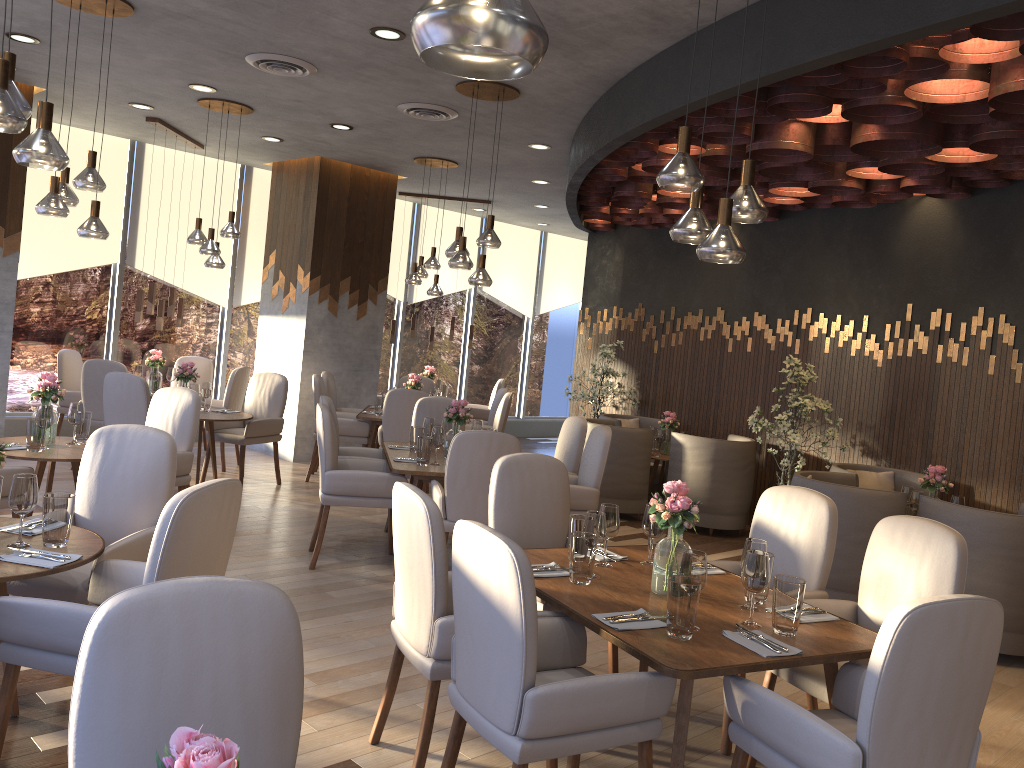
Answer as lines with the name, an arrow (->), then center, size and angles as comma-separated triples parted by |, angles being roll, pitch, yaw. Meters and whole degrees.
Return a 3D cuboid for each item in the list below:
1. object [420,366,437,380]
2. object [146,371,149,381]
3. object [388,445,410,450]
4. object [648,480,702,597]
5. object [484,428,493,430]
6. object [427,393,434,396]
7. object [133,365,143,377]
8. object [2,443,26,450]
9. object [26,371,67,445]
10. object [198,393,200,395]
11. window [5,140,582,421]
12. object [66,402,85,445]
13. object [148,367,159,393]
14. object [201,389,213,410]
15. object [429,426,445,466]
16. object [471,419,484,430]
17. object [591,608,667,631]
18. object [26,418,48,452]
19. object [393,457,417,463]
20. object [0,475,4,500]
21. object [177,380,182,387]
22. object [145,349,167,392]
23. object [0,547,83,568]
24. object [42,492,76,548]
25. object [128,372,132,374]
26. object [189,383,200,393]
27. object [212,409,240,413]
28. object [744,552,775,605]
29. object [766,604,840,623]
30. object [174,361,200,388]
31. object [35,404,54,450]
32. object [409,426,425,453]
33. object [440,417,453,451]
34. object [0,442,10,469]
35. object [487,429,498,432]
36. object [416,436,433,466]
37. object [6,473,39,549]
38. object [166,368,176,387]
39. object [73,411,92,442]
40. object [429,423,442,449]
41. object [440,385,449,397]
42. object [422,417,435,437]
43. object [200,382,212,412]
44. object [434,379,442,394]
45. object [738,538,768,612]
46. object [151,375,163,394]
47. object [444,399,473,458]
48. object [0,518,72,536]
object -> -1.041, -0.021, 11.068 | 0.210, 0.415, 0.198 | 6, 2, 23
object -> -3.625, -0.039, 8.907 | 0.102, 0.178, 0.102 | 4, 2, -38
object -> -0.759, 0.453, 6.356 | 0.255, 0.019, 0.158 | 5, 3, -12
object -> 0.584, 0.556, 3.231 | 0.210, 0.415, 0.198 | 5, 2, -32
object -> -0.187, 0.418, 6.560 | 0.102, 0.178, 0.102 | 4, 2, -44
object -> -0.804, 0.214, 8.640 | 0.092, 0.244, 0.092 | 7, 2, 41
object -> -3.635, -0.057, 8.605 | 0.092, 0.244, 0.092 | 6, 2, 23
object -> -2.766, 0.341, 4.865 | 0.158, 0.019, 0.255 | 7, 3, 29
object -> -2.689, 0.136, 5.118 | 0.210, 0.415, 0.198 | 6, 2, 18
object -> -2.557, 0.162, 7.094 | 0.102, 0.178, 0.102 | 6, 2, 26
window -> -2.878, -0.948, 6.686 | 8.060, 3.196, 16.138 | 6, 3, 0
object -> -2.557, 0.231, 5.192 | 0.092, 0.244, 0.092 | 6, 1, 10
object -> -3.450, -0.034, 8.522 | 0.092, 0.244, 0.092 | 6, 2, 19
object -> -2.608, 0.132, 7.562 | 0.102, 0.178, 0.102 | 7, 2, 37
object -> -0.486, 0.400, 5.728 | 0.092, 0.244, 0.092 | 5, 2, -31
object -> -0.258, 0.382, 6.480 | 0.092, 0.244, 0.092 | 6, 2, 32
object -> 0.398, 0.753, 2.854 | 0.255, 0.019, 0.158 | 4, 3, -29
object -> -2.596, 0.279, 4.831 | 0.102, 0.178, 0.102 | 5, 2, -5
object -> -0.649, 0.494, 5.794 | 0.255, 0.019, 0.158 | 5, 3, -12
object -> -1.928, 0.429, 3.247 | 0.102, 0.178, 0.102 | 4, 2, -40
object -> -3.270, 0.002, 8.787 | 0.102, 0.178, 0.102 | 4, 2, -42
object -> -3.500, -0.134, 8.687 | 0.210, 0.415, 0.198 | 5, 2, -32
object -> -1.564, 0.562, 2.911 | 0.255, 0.019, 0.157 | 6, 3, 10
object -> -1.577, 0.472, 3.075 | 0.102, 0.178, 0.102 | 6, 2, 6
object -> -3.723, -0.029, 8.537 | 0.102, 0.178, 0.102 | 5, 2, -6
object -> -2.586, 0.120, 7.198 | 0.092, 0.244, 0.092 | 7, 2, 39
object -> -2.450, 0.228, 7.553 | 0.157, 0.019, 0.255 | 7, 3, 21
object -> 0.892, 0.702, 3.216 | 0.102, 0.178, 0.102 | 5, 2, -11
object -> 1.001, 0.799, 3.100 | 0.255, 0.019, 0.158 | 4, 3, -27
object -> -2.701, 0.017, 7.328 | 0.210, 0.415, 0.198 | 6, 2, 3
object -> -2.608, 0.239, 4.938 | 0.092, 0.244, 0.092 | 6, 2, 31
object -> -0.671, 0.390, 6.209 | 0.102, 0.178, 0.102 | 6, 2, 4
object -> -0.474, 0.363, 6.443 | 0.092, 0.244, 0.092 | 6, 1, 11
object -> -1.814, 0.335, 2.978 | 0.198, 0.415, 0.210 | 7, 2, 43
object -> -0.142, 0.424, 5.918 | 0.092, 0.244, 0.092 | 7, 2, 37
object -> -0.561, 0.430, 5.647 | 0.102, 0.178, 0.102 | 6, 2, 4
object -> -1.671, 0.433, 3.025 | 0.092, 0.244, 0.092 | 5, 1, -10
object -> -3.356, -0.036, 8.724 | 0.092, 0.244, 0.092 | 6, 1, 5
object -> -2.573, 0.256, 5.301 | 0.102, 0.178, 0.102 | 5, 2, -24
object -> -0.561, 0.384, 6.513 | 0.102, 0.178, 0.102 | 6, 2, 2
object -> -0.867, 0.101, 11.317 | 0.102, 0.178, 0.102 | 7, 2, 30
object -> -0.596, 0.360, 6.290 | 0.092, 0.244, 0.092 | 6, 1, 8
object -> -2.575, 0.108, 7.456 | 0.092, 0.244, 0.092 | 6, 1, 1
object -> -0.944, 0.064, 11.242 | 0.092, 0.244, 0.092 | 7, 2, 36
object -> 0.848, 0.670, 3.117 | 0.092, 0.244, 0.092 | 6, 1, 15
object -> -3.388, 0.009, 8.435 | 0.102, 0.178, 0.102 | 6, 2, 26
object -> -0.381, 0.309, 6.093 | 0.210, 0.415, 0.198 | 6, 2, 3
object -> -1.770, 0.524, 3.258 | 0.157, 0.019, 0.255 | 6, 3, 14
